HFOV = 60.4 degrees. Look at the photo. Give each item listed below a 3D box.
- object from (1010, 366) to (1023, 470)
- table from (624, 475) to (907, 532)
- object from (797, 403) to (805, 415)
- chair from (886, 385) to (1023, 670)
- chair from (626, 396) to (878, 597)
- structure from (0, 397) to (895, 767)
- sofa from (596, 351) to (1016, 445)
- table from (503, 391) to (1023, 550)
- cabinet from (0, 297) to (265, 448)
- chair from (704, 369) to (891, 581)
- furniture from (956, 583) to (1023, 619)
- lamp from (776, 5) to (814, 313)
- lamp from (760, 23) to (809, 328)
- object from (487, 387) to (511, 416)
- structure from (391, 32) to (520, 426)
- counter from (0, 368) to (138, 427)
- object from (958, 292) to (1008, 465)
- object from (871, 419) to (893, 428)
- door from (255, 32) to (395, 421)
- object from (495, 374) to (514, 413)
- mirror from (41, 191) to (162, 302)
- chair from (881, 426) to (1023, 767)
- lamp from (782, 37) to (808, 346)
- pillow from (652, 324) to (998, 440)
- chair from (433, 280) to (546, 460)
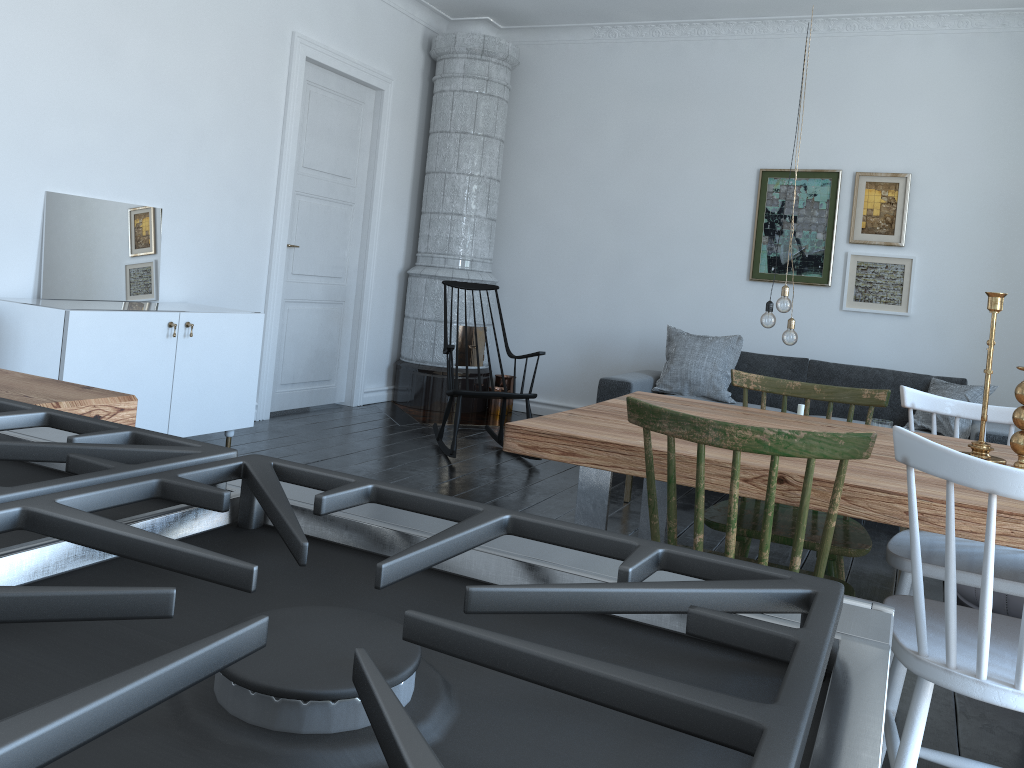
[{"bbox_3d":[1.103,0.089,1.889,0.100,0.247,0.101,5,1,-42],"label":"object"},{"bbox_3d":[1.244,0.460,4.304,1.408,0.399,0.600,8,5,25],"label":"table"},{"bbox_3d":[1.435,0.183,4.386,0.074,0.173,0.075,5,1,-30],"label":"object"},{"bbox_3d":[1.239,0.464,2.342,0.468,0.842,0.508,6,2,25],"label":"chair"},{"bbox_3d":[0.475,0.454,1.837,0.469,0.827,0.484,6,2,23],"label":"chair"},{"bbox_3d":[-0.295,0.457,0.297,0.704,1.018,0.721,7,2,25],"label":"structure"},{"bbox_3d":[1.817,0.208,5.581,2.385,0.722,1.084,8,5,25],"label":"sofa"},{"bbox_3d":[1.164,0.565,1.944,2.238,0.715,1.018,8,5,25],"label":"table"},{"bbox_3d":[-1.846,-0.015,4.301,0.593,0.733,1.201,7,5,24],"label":"cabinet"},{"bbox_3d":[0.788,0.407,2.512,0.469,0.826,0.484,6,2,23],"label":"chair"},{"bbox_3d":[1.973,0.669,3.309,0.612,0.419,0.616,7,5,19],"label":"furniture"},{"bbox_3d":[1.382,-1.087,4.254,0.074,1.496,0.074,6,0,-19],"label":"lamp"},{"bbox_3d":[1.321,-1.015,4.291,0.074,1.496,0.086,6,0,-14],"label":"lamp"},{"bbox_3d":[-0.106,0.134,6.858,0.175,0.199,0.172,6,3,15],"label":"object"},{"bbox_3d":[-0.347,-1.238,6.815,0.775,2.888,1.276,6,1,-21],"label":"structure"},{"bbox_3d":[0.133,0.180,0.183,3.116,0.073,0.847,9,7,25],"label":"counter"},{"bbox_3d":[1.154,-0.016,2.136,0.113,0.410,0.114,6,0,-13],"label":"object"},{"bbox_3d":[1.770,0.248,4.226,0.097,0.146,0.098,5,2,-15],"label":"object"},{"bbox_3d":[-1.295,-1.041,6.112,0.116,2.473,1.166,6,1,24],"label":"door"},{"bbox_3d":[-0.064,0.076,7.038,0.174,0.281,0.175,6,2,25],"label":"object"},{"bbox_3d":[-2.040,-0.671,4.423,0.054,0.501,0.696,6,4,24],"label":"mirror"},{"bbox_3d":[0.912,0.515,1.615,0.468,0.842,0.508,6,2,25],"label":"chair"},{"bbox_3d":[1.409,-0.930,4.260,0.088,1.496,0.075,6,0,-41],"label":"lamp"},{"bbox_3d":[1.945,-0.025,5.651,2.068,0.492,0.477,9,4,29],"label":"pillow"},{"bbox_3d":[-0.183,-0.105,5.362,0.610,1.004,0.912,5,3,-20],"label":"chair"}]
